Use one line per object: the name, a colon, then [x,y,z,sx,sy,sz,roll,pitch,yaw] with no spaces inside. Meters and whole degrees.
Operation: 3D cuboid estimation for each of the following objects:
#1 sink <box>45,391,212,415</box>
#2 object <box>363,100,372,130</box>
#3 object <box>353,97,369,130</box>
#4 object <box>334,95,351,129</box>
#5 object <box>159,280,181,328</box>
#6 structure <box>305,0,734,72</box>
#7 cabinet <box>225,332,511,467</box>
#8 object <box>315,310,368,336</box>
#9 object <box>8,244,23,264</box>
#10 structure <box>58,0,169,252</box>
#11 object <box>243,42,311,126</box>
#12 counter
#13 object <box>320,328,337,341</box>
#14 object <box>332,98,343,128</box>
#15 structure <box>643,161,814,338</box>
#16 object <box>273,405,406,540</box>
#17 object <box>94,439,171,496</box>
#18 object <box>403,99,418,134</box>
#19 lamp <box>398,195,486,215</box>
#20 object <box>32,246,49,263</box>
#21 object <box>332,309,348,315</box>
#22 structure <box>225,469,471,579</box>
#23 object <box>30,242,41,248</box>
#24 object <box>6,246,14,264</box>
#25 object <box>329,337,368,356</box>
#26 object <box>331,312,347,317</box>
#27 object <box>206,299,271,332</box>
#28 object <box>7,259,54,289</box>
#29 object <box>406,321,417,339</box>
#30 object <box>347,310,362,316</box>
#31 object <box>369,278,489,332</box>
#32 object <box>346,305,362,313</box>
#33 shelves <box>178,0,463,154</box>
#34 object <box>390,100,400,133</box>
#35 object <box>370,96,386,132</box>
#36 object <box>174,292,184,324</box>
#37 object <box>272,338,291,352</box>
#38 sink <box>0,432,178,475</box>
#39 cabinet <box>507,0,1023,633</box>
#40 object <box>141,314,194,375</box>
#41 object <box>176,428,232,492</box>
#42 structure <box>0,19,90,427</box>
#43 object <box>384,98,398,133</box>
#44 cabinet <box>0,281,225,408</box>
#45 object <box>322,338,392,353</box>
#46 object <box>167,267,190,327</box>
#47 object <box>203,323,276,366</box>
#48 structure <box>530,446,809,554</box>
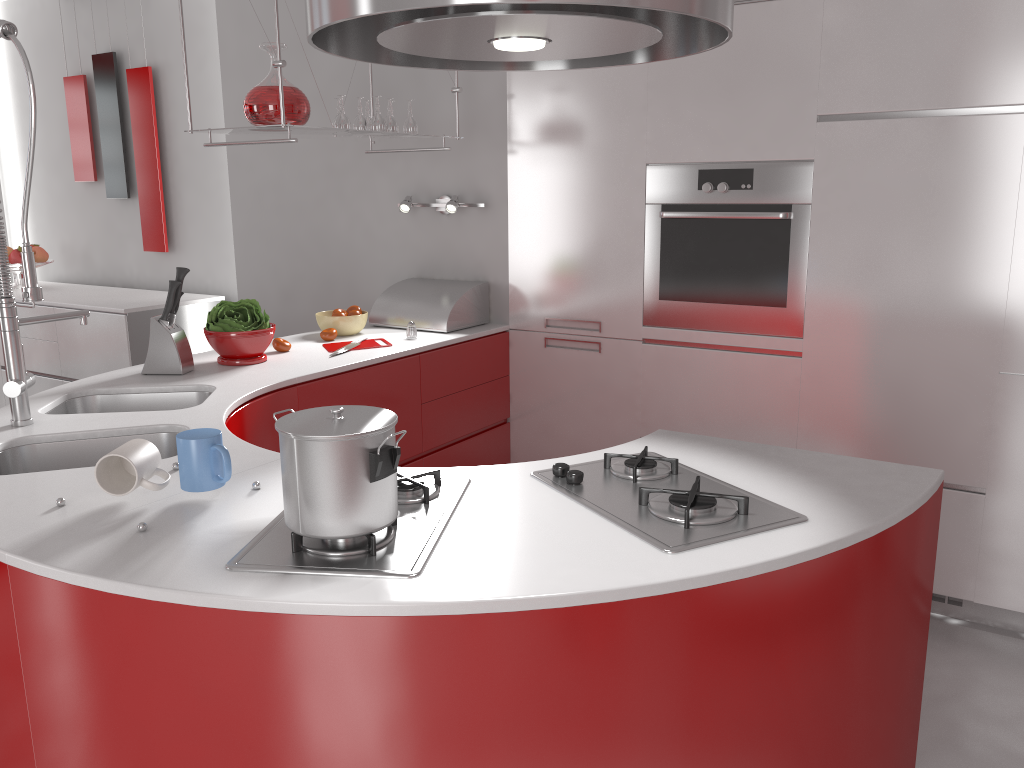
sink: [-1.045,0.143,2.460,0.428,0.172,0.326,-2,12,-6]
object: [-0.556,-1.020,3.417,0.060,0.141,0.060,1,13,9]
object: [-0.569,-1.000,3.326,0.060,0.141,0.060,7,15,32]
object: [-0.621,-0.981,3.243,0.060,0.141,0.060,7,15,32]
object: [-1.066,-0.178,2.722,0.130,0.279,0.012,0,12,3]
structure: [0.007,-0.989,1.277,0.644,0.958,0.644,-1,12,-1]
cabinet: [-0.309,0.375,2.779,1.025,0.761,1.875,-3,13,-12]
object: [-0.666,-0.236,3.483,0.201,0.086,0.201,8,15,33]
object: [-2.897,-0.754,5.185,0.117,0.133,0.097,4,13,21]
structure: [-2.300,-1.524,5.077,0.820,1.503,0.040,7,15,32]
object: [-0.769,-0.965,2.889,0.213,0.266,0.213,-7,14,-29]
counter: [-0.489,0.452,2.585,1.868,0.880,2.865,-6,14,-23]
object: [-0.691,-0.185,3.343,0.063,0.047,0.065,7,15,31]
object: [-0.651,-1.004,3.348,0.060,0.141,0.060,1,13,9]
structure: [0.738,-0.476,3.130,0.599,0.589,0.050,7,15,32]
object: [-0.273,0.128,1.402,0.218,0.185,0.189,-2,12,-5]
object: [-0.689,0.152,1.627,0.109,0.080,0.100,0,12,2]
object: [-0.393,-1.023,3.422,0.060,0.141,0.060,7,15,32]
lamp: [-0.317,-0.741,3.678,0.454,0.081,0.155,7,15,32]
object: [-2.818,-0.771,5.289,0.097,0.101,0.121,2,13,11]
object: [-0.676,-0.270,3.493,0.062,0.052,0.065,3,13,17]
structure: [-0.256,0.214,1.521,0.303,0.037,0.457,1,13,7]
object: [-2.919,-0.795,5.364,0.117,0.129,0.150,-3,13,-10]
object: [-3.033,-0.773,5.326,0.096,0.105,0.117,-7,14,-28]
object: [-0.577,-0.135,3.169,0.041,0.008,0.375,1,13,9]
object: [-0.668,-0.256,3.431,0.062,0.049,0.066,10,16,39]
object: [-0.902,-0.182,2.916,0.193,0.182,0.198,9,16,37]
object: [-2.943,-0.650,5.289,0.398,0.159,0.398,-2,13,-8]
object: [-0.382,-0.206,3.370,0.043,0.066,0.042,-12,17,-43]
object: [-0.617,-0.265,3.473,0.062,0.049,0.066,6,14,29]
object: [-0.346,-0.334,3.685,0.400,0.170,0.300,7,15,32]
object: [-0.630,-0.283,3.531,0.066,0.058,0.055,3,13,17]
shelves: [-0.634,-1.341,3.066,0.462,1.023,0.934,7,15,32]
object: [-0.470,-1.030,3.458,0.060,0.141,0.060,7,15,32]
object: [-0.496,-0.990,3.276,0.060,0.141,0.060,7,15,32]
object: [-1.061,-0.192,2.774,0.091,0.197,0.009,0,12,3]
object: [-0.810,-0.138,3.121,0.063,0.048,0.064,2,13,10]
sink: [-0.939,0.244,1.996,0.428,0.172,0.326,-5,13,-18]
cabinet: [1.162,-0.304,3.277,2.398,2.026,0.614,7,15,32]
object: [-1.081,-0.126,2.765,0.137,0.178,0.091,1,12,5]
object: [-0.559,0.140,1.636,0.109,0.100,0.080,1,12,5]
structure: [-1.141,-0.353,2.084,0.178,0.920,0.308,-4,13,-14]
object: [-0.464,-1.010,3.369,0.060,0.141,0.060,7,15,32]
cabinet: [-2.476,-0.086,5.120,1.802,0.880,0.610,7,15,32]
object: [-0.563,-0.141,3.224,0.266,0.006,0.168,-8,14,-30]
object: [-1.055,-0.200,2.745,0.150,0.322,0.014,0,12,3]
object: [-0.897,-0.132,2.937,0.228,0.118,0.229,0,12,4]
structure: [0.269,0.187,1.621,0.303,0.037,0.457,-7,14,-27]
